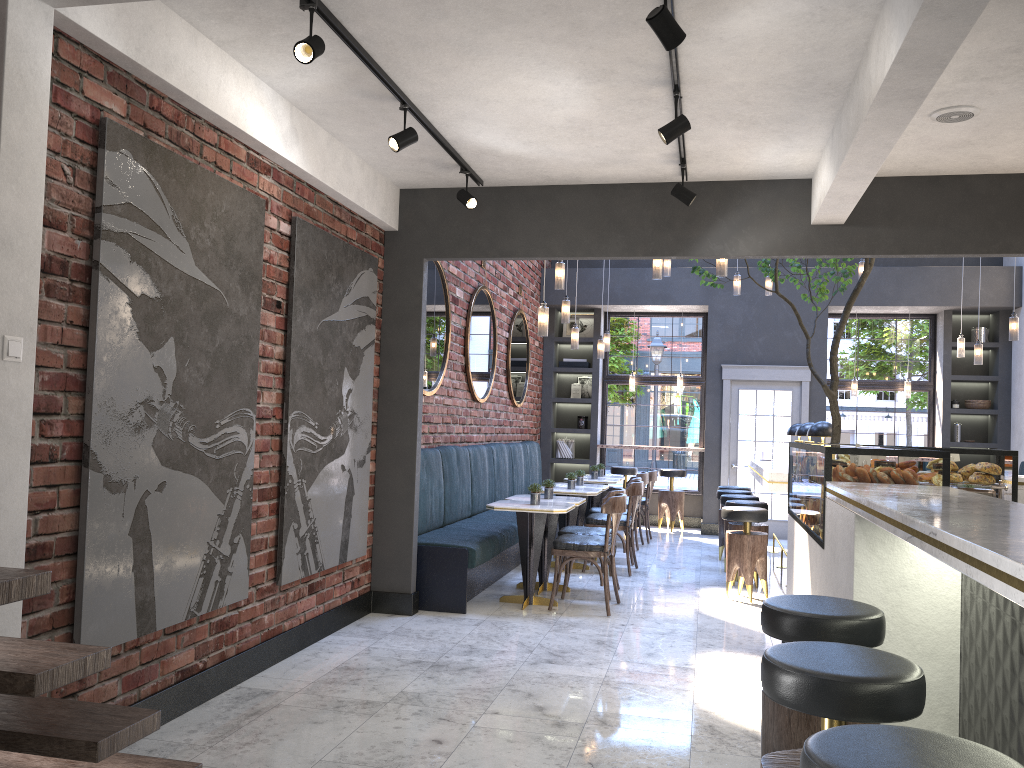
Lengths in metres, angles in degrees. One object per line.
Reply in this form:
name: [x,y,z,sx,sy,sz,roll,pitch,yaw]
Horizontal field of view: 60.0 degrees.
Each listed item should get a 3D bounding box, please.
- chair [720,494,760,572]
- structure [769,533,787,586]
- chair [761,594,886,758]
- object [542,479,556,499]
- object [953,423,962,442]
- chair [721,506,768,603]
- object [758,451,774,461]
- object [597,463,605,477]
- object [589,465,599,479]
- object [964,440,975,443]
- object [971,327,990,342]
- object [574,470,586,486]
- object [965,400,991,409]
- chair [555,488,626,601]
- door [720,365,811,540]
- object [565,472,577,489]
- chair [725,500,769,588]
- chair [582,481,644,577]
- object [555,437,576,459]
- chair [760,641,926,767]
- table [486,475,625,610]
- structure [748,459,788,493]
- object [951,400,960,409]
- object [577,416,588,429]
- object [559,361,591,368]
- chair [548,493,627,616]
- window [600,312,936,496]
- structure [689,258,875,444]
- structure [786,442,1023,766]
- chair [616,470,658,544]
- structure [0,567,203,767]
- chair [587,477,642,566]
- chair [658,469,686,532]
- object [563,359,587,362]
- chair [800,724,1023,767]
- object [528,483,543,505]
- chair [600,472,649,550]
chair: [2.199,1.450,8.579,0.370,0.737,0.372,3,-3,-34]
structure: [2.796,1.724,8.378,0.496,0.210,3.500,1,-3,13]
chair: [0.962,1.103,2.778,0.372,0.821,0.370,3,-2,-25]
object: [0.302,0.861,7.284,0.118,0.165,0.122,2,-2,-10]
object: [5.721,0.624,11.390,0.098,0.247,0.098,4,-3,-38]
chair: [1.887,1.377,7.212,0.370,0.737,0.372,3,-3,-34]
object: [2.805,0.794,9.806,0.176,0.098,0.204,1,-3,18]
object: [1.078,1.046,10.797,0.118,0.165,0.122,2,-2,-10]
object: [0.952,1.016,10.229,0.118,0.165,0.122,2,-2,-10]
object: [5.844,0.737,11.330,0.130,0.026,0.130,2,-3,-4]
object: [6.050,-0.624,11.457,0.214,0.215,0.213,1,-2,22]
object: [0.694,0.955,9.061,0.118,0.165,0.122,2,-2,-10]
object: [5.996,0.269,11.415,0.305,0.123,0.305,0,-3,33]
chair: [0.648,1.276,7.220,0.521,0.851,0.539,1,-2,14]
door: [3.250,0.873,11.438,1.132,2.218,0.152,1,-2,13]
object: [0.569,0.925,8.493,0.118,0.165,0.122,2,-2,-10]
chair: [2.081,1.414,7.889,0.372,0.737,0.371,0,-3,40]
chair: [0.966,1.339,8.380,0.521,0.851,0.539,1,-2,14]
object: [0.756,0.890,12.519,0.250,0.323,0.241,1,-2,13]
chair: [0.778,1.067,2.117,0.370,0.821,0.372,1,-2,22]
table: [2.543,1.443,8.332,4.599,0.751,4.832,1,-3,13]
structure: [2.811,1.305,8.392,0.990,1.050,3.491,1,-3,13]
object: [5.721,0.263,11.452,0.116,0.119,0.117,2,-2,-11]
object: [0.993,0.542,12.467,0.152,0.181,0.152,4,-3,-39]
object: [0.888,-0.265,12.533,0.412,0.084,0.287,1,-3,13]
chair: [0.583,1.247,6.643,0.521,0.851,0.539,1,-2,14]
window: [2.149,-1.423,6.267,6.405,5.362,12.715,1,-3,13]
structure: [2.713,-1.206,7.524,2.807,5.986,3.744,3,-3,-34]
structure: [2.689,0.908,2.477,3.205,1.300,5.808,1,-3,13]
chair: [1.477,1.460,10.681,0.521,0.851,0.497,2,-2,11]
structure: [-1.553,-0.247,1.224,1.000,2.844,3.031,1,-2,13]
chair: [1.041,1.370,9.009,0.521,0.851,0.539,2,-2,6]
chair: [2.143,1.557,11.919,0.372,0.821,0.370,3,-2,-25]
object: [0.888,-0.326,12.548,0.327,0.039,0.227,2,-3,3]
chair: [0.665,1.034,1.470,0.370,0.821,0.372,3,-3,-34]
object: [0.177,0.831,6.716,0.118,0.165,0.122,2,-2,-10]
chair: [1.285,1.429,10.131,0.521,0.851,0.539,1,-2,14]
